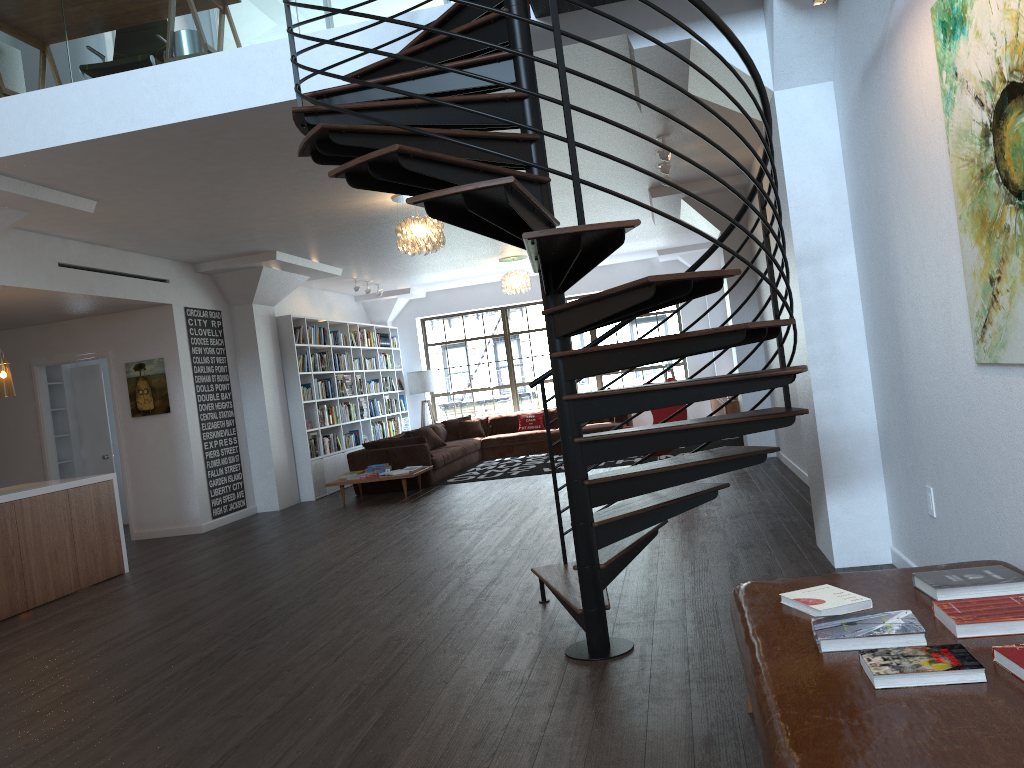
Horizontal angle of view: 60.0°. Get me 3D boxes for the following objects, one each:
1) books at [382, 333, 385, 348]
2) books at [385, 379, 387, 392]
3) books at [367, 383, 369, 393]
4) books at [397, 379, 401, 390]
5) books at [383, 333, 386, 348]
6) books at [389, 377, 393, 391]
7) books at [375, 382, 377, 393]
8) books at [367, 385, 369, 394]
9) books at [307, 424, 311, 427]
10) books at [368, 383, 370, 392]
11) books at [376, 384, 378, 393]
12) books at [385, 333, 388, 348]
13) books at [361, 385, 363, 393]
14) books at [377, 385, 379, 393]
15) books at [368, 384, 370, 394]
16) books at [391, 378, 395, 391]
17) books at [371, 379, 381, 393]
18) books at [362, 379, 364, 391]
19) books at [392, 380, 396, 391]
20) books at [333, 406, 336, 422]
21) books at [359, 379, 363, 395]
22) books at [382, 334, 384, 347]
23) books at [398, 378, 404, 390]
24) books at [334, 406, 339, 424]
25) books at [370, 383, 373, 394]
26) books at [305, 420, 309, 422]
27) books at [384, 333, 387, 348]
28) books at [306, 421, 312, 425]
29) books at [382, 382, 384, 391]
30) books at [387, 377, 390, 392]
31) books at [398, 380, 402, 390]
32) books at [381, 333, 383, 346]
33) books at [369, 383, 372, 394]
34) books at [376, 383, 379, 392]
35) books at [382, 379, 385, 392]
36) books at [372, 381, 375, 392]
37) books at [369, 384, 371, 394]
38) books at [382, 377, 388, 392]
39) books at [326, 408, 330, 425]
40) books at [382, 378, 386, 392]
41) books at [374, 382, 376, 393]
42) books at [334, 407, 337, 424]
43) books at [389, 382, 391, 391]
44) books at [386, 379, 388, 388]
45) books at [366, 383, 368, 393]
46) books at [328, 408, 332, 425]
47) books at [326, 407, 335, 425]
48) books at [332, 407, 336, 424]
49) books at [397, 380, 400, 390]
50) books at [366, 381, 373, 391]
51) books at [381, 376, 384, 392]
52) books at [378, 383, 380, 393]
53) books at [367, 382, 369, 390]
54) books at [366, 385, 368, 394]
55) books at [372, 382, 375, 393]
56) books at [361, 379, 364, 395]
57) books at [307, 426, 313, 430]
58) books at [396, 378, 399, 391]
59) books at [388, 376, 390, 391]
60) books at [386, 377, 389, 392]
[{"bbox_3d":[-2.268,-0.731,15.120,0.183,0.253,0.042,-7,0,10],"label":"books"},{"bbox_3d":[-2.188,0.032,14.913,0.161,0.223,0.032,-7,0,10],"label":"books"},{"bbox_3d":[-2.337,0.078,14.035,0.128,0.178,0.020,-7,0,10],"label":"books"},{"bbox_3d":[-2.066,0.021,15.653,0.167,0.210,0.162,-7,0,10],"label":"books"},{"bbox_3d":[-2.256,-0.733,15.162,0.183,0.253,0.042,-7,0,10],"label":"books"},{"bbox_3d":[-2.151,0.011,15.186,0.183,0.253,0.042,-7,0,10],"label":"books"},{"bbox_3d":[-2.275,0.065,14.417,0.134,0.184,0.030,-7,0,10],"label":"books"},{"bbox_3d":[-2.338,0.078,14.014,0.128,0.178,0.021,-7,0,10],"label":"books"},{"bbox_3d":[-2.753,0.555,11.668,0.197,0.033,0.284,-7,0,-15],"label":"books"},{"bbox_3d":[-2.321,0.078,14.101,0.109,0.171,0.017,-7,0,10],"label":"books"},{"bbox_3d":[-2.256,0.069,14.460,0.109,0.171,0.018,-7,0,10],"label":"books"},{"bbox_3d":[-2.241,-0.735,15.248,0.183,0.253,0.042,-7,0,10],"label":"books"},{"bbox_3d":[-2.408,0.066,13.759,0.161,0.223,0.031,-7,0,10],"label":"books"},{"bbox_3d":[-2.245,0.076,14.495,0.110,0.153,0.018,-7,0,10],"label":"books"},{"bbox_3d":[-2.333,0.077,14.084,0.128,0.178,0.021,-7,0,10],"label":"books"},{"bbox_3d":[-2.135,0.018,15.275,0.174,0.236,0.142,-7,0,10],"label":"books"},{"bbox_3d":[-2.242,0.036,14.600,0.140,0.231,0.042,-7,0,10],"label":"books"},{"bbox_3d":[-2.398,0.050,13.829,0.160,0.251,0.036,-7,0,10],"label":"books"},{"bbox_3d":[-2.115,0.030,15.330,0.161,0.207,0.135,-7,0,10],"label":"books"},{"bbox_3d":[-2.585,0.453,12.518,0.183,0.253,0.034,-7,0,10],"label":"books"},{"bbox_3d":[-2.418,0.054,13.725,0.183,0.253,0.039,-7,0,10],"label":"books"},{"bbox_3d":[-2.278,-0.729,15.077,0.183,0.253,0.042,-7,0,10],"label":"books"},{"bbox_3d":[-2.042,0.014,15.740,0.182,0.215,0.188,-7,0,10],"label":"books"},{"bbox_3d":[-2.562,0.450,12.619,0.183,0.253,0.034,-7,0,10],"label":"books"},{"bbox_3d":[-2.293,0.077,14.200,0.107,0.167,0.016,-7,0,10],"label":"books"},{"bbox_3d":[-2.763,0.494,11.668,0.144,0.025,0.204,-7,0,0],"label":"books"},{"bbox_3d":[-2.254,-0.733,15.206,0.183,0.253,0.042,-7,0,10],"label":"books"},{"bbox_3d":[-2.761,0.523,11.663,0.174,0.032,0.254,-7,0,5],"label":"books"},{"bbox_3d":[-2.230,0.024,14.768,0.160,0.251,0.031,-7,0,10],"label":"books"},{"bbox_3d":[-2.176,0.016,15.062,0.160,0.251,0.039,-7,0,10],"label":"books"},{"bbox_3d":[-2.074,0.014,15.692,0.182,0.226,0.173,-7,0,10],"label":"books"},{"bbox_3d":[-2.284,-0.729,15.034,0.183,0.253,0.042,-7,0,10],"label":"books"},{"bbox_3d":[-2.308,0.080,14.153,0.120,0.167,0.019,-7,0,10],"label":"books"},{"bbox_3d":[-2.243,0.070,14.514,0.120,0.167,0.020,-7,0,10],"label":"books"},{"bbox_3d":[-2.214,0.036,14.797,0.161,0.223,0.032,-7,0,10],"label":"books"},{"bbox_3d":[-2.291,0.061,14.317,0.136,0.196,0.045,-7,0,10],"label":"books"},{"bbox_3d":[-2.311,0.086,14.117,0.110,0.153,0.018,-7,0,10],"label":"books"},{"bbox_3d":[-2.198,0.018,14.952,0.183,0.253,0.042,-7,0,10],"label":"books"},{"bbox_3d":[-2.639,0.468,12.325,0.174,0.240,0.045,-7,0,10],"label":"books"},{"bbox_3d":[-2.207,0.026,14.839,0.174,0.240,0.054,-7,0,10],"label":"books"},{"bbox_3d":[-2.275,0.068,14.369,0.128,0.178,0.022,-7,0,10],"label":"books"},{"bbox_3d":[-2.584,0.460,12.558,0.174,0.240,0.045,-7,0,10],"label":"books"},{"bbox_3d":[-2.174,0.025,15.147,0.168,0.231,0.045,-7,0,10],"label":"books"},{"bbox_3d":[-2.187,0.031,14.988,0.161,0.223,0.033,-7,0,10],"label":"books"},{"bbox_3d":[-2.350,0.069,13.996,0.127,0.200,0.020,-7,0,10],"label":"books"},{"bbox_3d":[-2.608,0.461,12.371,0.171,0.246,0.057,-7,0,10],"label":"books"},{"bbox_3d":[-2.596,0.455,12.453,0.183,0.253,0.034,-7,0,10],"label":"books"},{"bbox_3d":[-2.587,0.454,12.485,0.183,0.253,0.034,-7,0,10],"label":"books"},{"bbox_3d":[-2.070,0.016,15.588,0.161,0.218,0.101,-7,0,10],"label":"books"},{"bbox_3d":[-2.307,0.059,14.237,0.140,0.206,0.042,-7,0,10],"label":"books"},{"bbox_3d":[-2.248,0.010,14.730,0.198,0.284,0.049,-7,0,10],"label":"books"},{"bbox_3d":[-2.232,0.070,14.539,0.106,0.162,0.032,-7,0,10],"label":"books"},{"bbox_3d":[-2.339,0.075,14.060,0.134,0.184,0.029,-7,0,10],"label":"books"},{"bbox_3d":[-2.354,0.071,13.964,0.136,0.196,0.043,-7,0,10],"label":"books"},{"bbox_3d":[-2.295,0.064,14.276,0.139,0.191,0.036,-7,0,10],"label":"books"},{"bbox_3d":[-2.402,0.053,13.792,0.171,0.246,0.036,-7,0,10],"label":"books"},{"bbox_3d":[-2.749,0.589,11.668,0.197,0.035,0.284,-7,0,0],"label":"books"},{"bbox_3d":[-2.074,0.015,15.553,0.161,0.222,0.084,-7,0,10],"label":"books"},{"bbox_3d":[-2.172,0.011,15.102,0.180,0.259,0.042,-7,0,10],"label":"books"},{"bbox_3d":[-2.180,0.019,15.023,0.171,0.246,0.039,-7,0,10],"label":"books"}]
